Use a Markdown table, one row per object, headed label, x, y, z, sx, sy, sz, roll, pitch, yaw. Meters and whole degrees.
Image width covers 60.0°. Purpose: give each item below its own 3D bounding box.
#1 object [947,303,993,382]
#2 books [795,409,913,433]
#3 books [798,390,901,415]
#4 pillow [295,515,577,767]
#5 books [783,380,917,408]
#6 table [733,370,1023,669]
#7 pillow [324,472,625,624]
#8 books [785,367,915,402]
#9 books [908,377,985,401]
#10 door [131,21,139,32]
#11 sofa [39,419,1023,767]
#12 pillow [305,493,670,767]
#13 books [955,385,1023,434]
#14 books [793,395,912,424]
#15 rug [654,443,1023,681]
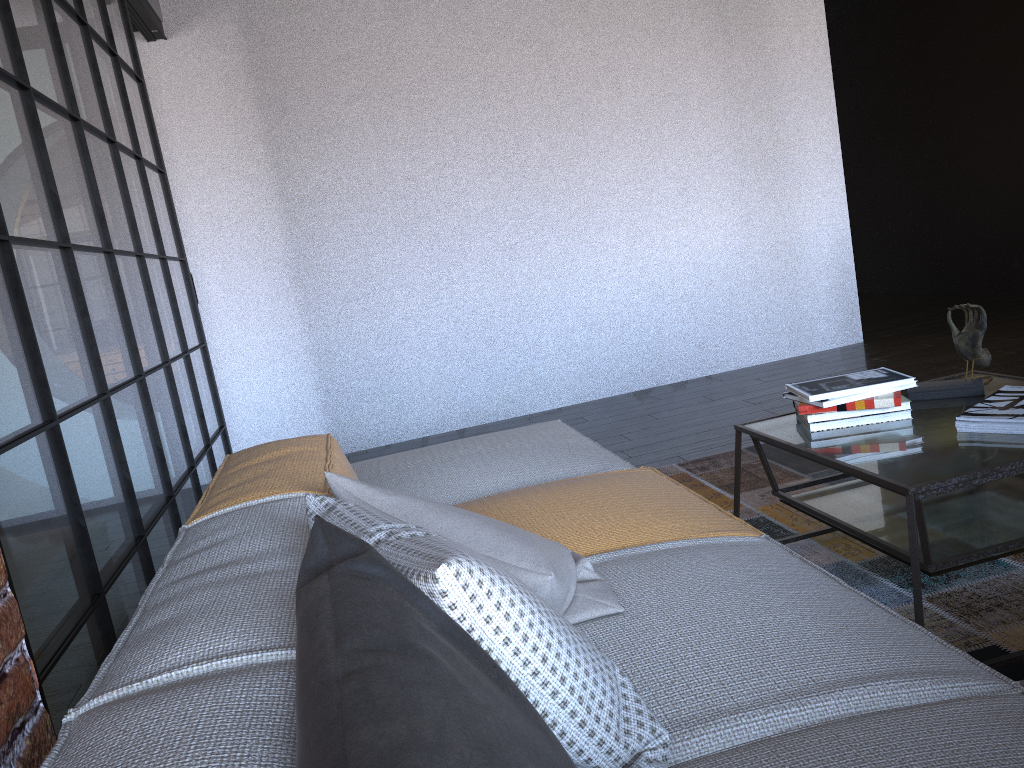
| label | x | y | z | sx | sy | sz | roll | pitch | yaw |
| --- | --- | --- | --- | --- | --- | --- | --- | --- | --- |
| object | 1.260 | -0.118 | 2.443 | 0.099 | 0.223 | 0.093 | -5 | 10 | 29 |
| books | 0.884 | 0.074 | 2.314 | 0.247 | 0.024 | 0.209 | -9 | 9 | 9 |
| books | 0.871 | 0.036 | 2.284 | 0.239 | 0.023 | 0.190 | -6 | 10 | 24 |
| pillow | -0.036 | 0.333 | 0.739 | 0.263 | 0.401 | 0.509 | -13 | 9 | -15 |
| books | 0.873 | 0.014 | 2.301 | 0.268 | 0.014 | 0.196 | -12 | 9 | -11 |
| table | 1.085 | 0.269 | 2.171 | 0.842 | 0.389 | 0.848 | -12 | 9 | -10 |
| pillow | -0.049 | 0.268 | 1.455 | 0.485 | 0.314 | 0.358 | -5 | 11 | 32 |
| books | 0.870 | 0.000 | 2.299 | 0.268 | 0.014 | 0.196 | -10 | 9 | 1 |
| books | 1.163 | 0.011 | 2.378 | 0.182 | 0.029 | 0.129 | -6 | 10 | 27 |
| door | -3.709 | -0.248 | 4.469 | 4.184 | 2.595 | 0.138 | -12 | 9 | -10 |
| sofa | 0.664 | 0.304 | 1.723 | 2.535 | 0.698 | 3.298 | -12 | 9 | -10 |
| pillow | -0.047 | 0.297 | 1.081 | 0.293 | 0.355 | 0.495 | -14 | 10 | -24 |
| books | 1.196 | 0.057 | 2.034 | 0.308 | 0.038 | 0.225 | -18 | 11 | -39 |
| books | 0.879 | 0.053 | 2.311 | 0.251 | 0.023 | 0.209 | -9 | 9 | 9 |
| rug | 1.288 | 0.386 | 2.568 | 1.431 | 0.013 | 2.362 | -12 | 9 | -10 |
